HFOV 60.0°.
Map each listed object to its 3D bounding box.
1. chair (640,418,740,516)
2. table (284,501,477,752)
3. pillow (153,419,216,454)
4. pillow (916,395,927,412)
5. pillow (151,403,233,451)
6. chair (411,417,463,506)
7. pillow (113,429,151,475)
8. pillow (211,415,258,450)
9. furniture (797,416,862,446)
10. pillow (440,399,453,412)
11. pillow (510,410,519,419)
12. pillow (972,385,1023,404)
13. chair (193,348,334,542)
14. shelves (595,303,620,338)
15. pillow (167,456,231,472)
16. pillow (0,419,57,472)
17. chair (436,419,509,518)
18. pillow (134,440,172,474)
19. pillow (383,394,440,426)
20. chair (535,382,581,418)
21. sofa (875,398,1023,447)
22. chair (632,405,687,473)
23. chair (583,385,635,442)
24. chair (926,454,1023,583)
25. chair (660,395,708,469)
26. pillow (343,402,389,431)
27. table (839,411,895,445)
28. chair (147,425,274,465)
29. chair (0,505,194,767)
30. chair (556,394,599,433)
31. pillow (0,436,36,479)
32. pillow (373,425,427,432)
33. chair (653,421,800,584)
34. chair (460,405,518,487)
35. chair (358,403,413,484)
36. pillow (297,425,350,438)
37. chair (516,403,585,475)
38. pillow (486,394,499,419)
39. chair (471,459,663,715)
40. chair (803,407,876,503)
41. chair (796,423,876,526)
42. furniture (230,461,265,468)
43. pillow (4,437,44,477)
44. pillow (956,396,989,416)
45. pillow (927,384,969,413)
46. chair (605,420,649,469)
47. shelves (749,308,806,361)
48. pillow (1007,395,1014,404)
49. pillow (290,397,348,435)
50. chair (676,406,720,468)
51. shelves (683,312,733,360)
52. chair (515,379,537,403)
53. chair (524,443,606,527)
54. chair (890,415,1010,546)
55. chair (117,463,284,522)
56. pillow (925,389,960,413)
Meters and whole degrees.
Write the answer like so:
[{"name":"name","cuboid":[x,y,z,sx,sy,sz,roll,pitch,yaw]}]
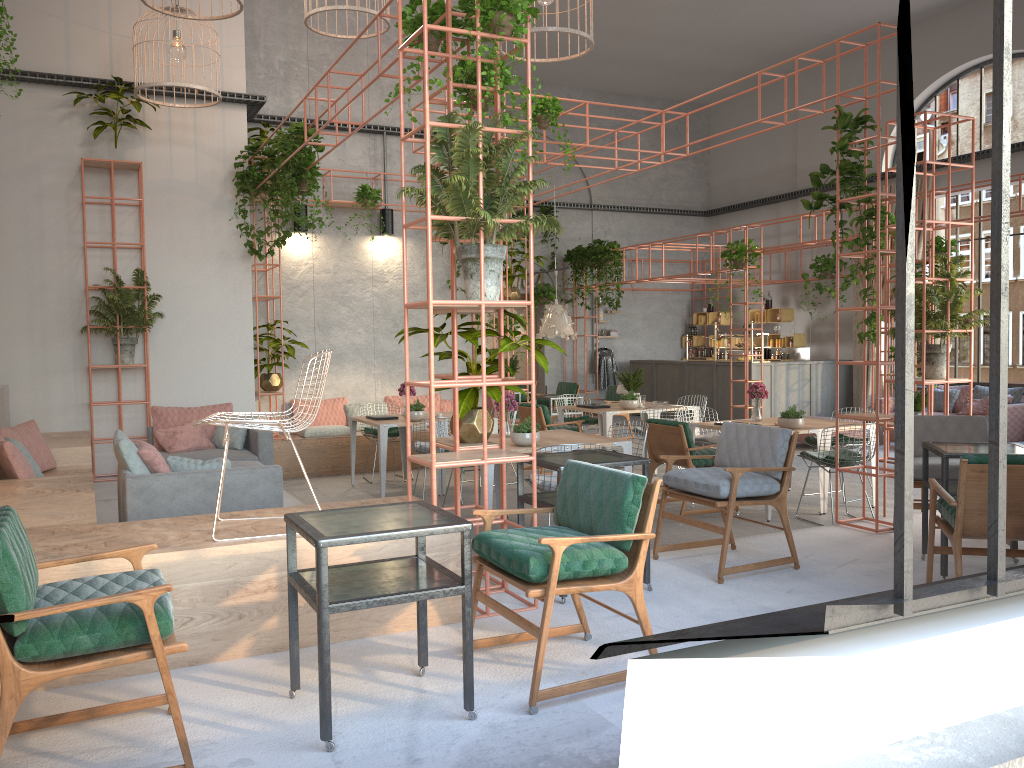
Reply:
[{"name":"chair","cuboid":[1.717,0.800,8.659,0.685,0.917,0.722,-2,3,-26]},{"name":"table","cuboid":[-0.553,0.947,3.655,0.635,0.798,0.602,-2,3,-26]},{"name":"pillow","cuboid":[-3.366,0.535,9.119,0.479,0.317,0.441,-4,4,-44]},{"name":"pillow","cuboid":[6.718,0.328,14.844,0.500,0.324,0.307,0,3,9]},{"name":"pillow","cuboid":[-3.377,0.456,9.408,0.836,0.476,0.273,-2,3,-25]},{"name":"chair","cuboid":[-0.774,0.795,9.426,0.565,0.941,0.717,-1,3,-9]},{"name":"pillow","cuboid":[-2.716,0.590,6.393,0.276,0.474,0.839,-2,3,-25]},{"name":"pillow","cuboid":[-2.936,0.503,9.264,0.495,0.349,0.308,0,3,24]},{"name":"furniture","cuboid":[4.766,0.748,13.848,0.941,0.446,0.976,-2,3,-26]},{"name":"pillow","cuboid":[-0.869,0.411,13.009,0.666,0.385,0.289,-2,3,-30]},{"name":"pillow","cuboid":[-0.141,0.483,14.162,0.491,0.149,0.637,-2,3,-25]},{"name":"pillow","cuboid":[7.615,0.276,13.991,0.273,0.476,0.836,-2,3,-25]},{"name":"chair","cuboid":[-1.287,0.288,4.645,0.717,0.941,0.565,-2,3,-17]},{"name":"shelves","cuboid":[2.170,-1.445,20.153,0.560,0.790,0.186,-2,3,-26]},{"name":"pillow","cuboid":[-2.201,0.666,6.368,0.499,0.324,0.307,0,3,9]},{"name":"pillow","cuboid":[-4.405,0.588,8.023,0.276,0.474,0.839,-1,3,-5]},{"name":"chair","cuboid":[-0.400,0.828,8.632,0.565,0.941,0.717,-2,3,-24]},{"name":"pillow","cuboid":[-2.574,0.617,6.448,0.289,0.385,0.666,-2,3,-25]},{"name":"pillow","cuboid":[-1.439,0.386,12.707,0.839,0.474,0.276,-1,3,-5]},{"name":"chair","cuboid":[0.838,0.436,16.568,0.685,0.930,0.722,-2,3,-26]},{"name":"sofa","cuboid":[6.656,0.602,14.032,1.960,0.672,2.219,-2,3,-25]},{"name":"chair","cuboid":[1.768,0.698,10.650,0.565,0.941,0.717,-1,3,-9]},{"name":"chair","cuboid":[1.608,0.502,14.975,0.685,0.929,0.722,-2,3,-26]},{"name":"chair","cuboid":[2.608,0.796,4.602,0.722,0.917,0.685,0,3,14]},{"name":"chair","cuboid":[2.259,0.629,11.921,0.717,0.941,0.565,-2,3,-29]},{"name":"pillow","cuboid":[-2.023,0.456,12.453,0.666,0.385,0.289,-2,3,-30]},{"name":"table","cuboid":[5.813,0.704,14.397,0.520,0.455,0.916,-2,3,-26]},{"name":"chair","cuboid":[-3.100,0.780,9.103,1.127,0.672,1.052,-2,3,-26]},{"name":"chair","cuboid":[-1.546,0.922,3.181,0.685,0.929,0.722,-2,3,-26]},{"name":"chair","cuboid":[0.953,0.630,12.317,0.565,0.941,0.717,-2,3,-24]},{"name":"pillow","cuboid":[-3.849,0.635,6.871,0.276,0.474,0.839,-3,3,-35]},{"name":"pillow","cuboid":[-1.547,0.597,12.242,0.637,0.149,0.491,-2,3,-25]},{"name":"chair","cuboid":[1.424,0.745,5.904,0.685,0.929,0.722,-2,3,-26]},{"name":"chair","cuboid":[-0.283,0.726,10.697,0.717,0.941,0.565,-2,3,-29]},{"name":"chair","cuboid":[-1.589,0.727,11.093,0.565,0.941,0.717,-2,3,-24]},{"name":"pillow","cuboid":[-2.491,0.633,11.787,0.637,0.149,0.491,-2,3,-25]},{"name":"chair","cuboid":[0.491,0.697,11.157,0.685,0.917,0.722,-2,3,-26]},{"name":"pillow","cuboid":[-0.478,0.317,13.873,0.276,0.474,0.839,-3,3,-35]},{"name":"chair","cuboid":[0.222,0.854,4.032,0.685,0.929,0.722,-2,3,-26]},{"name":"chair","cuboid":[3.485,0.732,9.424,0.717,0.941,0.565,-2,3,-29]},{"name":"chair","cuboid":[2.994,0.801,8.153,0.565,0.941,0.717,-1,3,-9]},{"name":"furniture","cuboid":[-2.615,0.946,7.860,0.941,0.446,0.975,-2,3,-26]},{"name":"pillow","cuboid":[-4.121,0.656,7.487,0.289,0.385,0.666,-2,3,-30]},{"name":"pillow","cuboid":[7.324,0.346,13.985,0.441,0.317,0.479,-4,4,-44]},{"name":"pillow","cuboid":[7.231,0.240,14.811,0.276,0.474,0.839,-2,3,-25]},{"name":"chair","cuboid":[0.906,0.828,8.236,0.717,0.941,0.565,-2,3,-29]},{"name":"shelves","cuboid":[5.420,-0.652,18.643,0.328,1.838,1.750,-2,3,-26]},{"name":"pillow","cuboid":[7.470,0.346,13.554,0.308,0.349,0.495,0,3,24]},{"name":"pillow","cuboid":[-2.611,0.429,12.191,0.839,0.474,0.276,-3,3,-35]},{"name":"chair","cuboid":[2.179,0.732,9.820,0.565,0.941,0.717,-2,3,-24]},{"name":"shelves","cuboid":[4.585,-0.724,20.370,0.328,1.838,1.750,-2,3,-26]},{"name":"chair","cuboid":[0.085,0.372,18.127,0.685,0.930,0.722,-2,3,-26]},{"name":"chair","cuboid":[0.415,0.897,6.965,0.565,0.941,0.717,-1,3,-9]},{"name":"chair","cuboid":[3.169,0.702,6.424,0.722,0.914,0.685,0,3,14]},{"name":"chair","cuboid":[-2.303,0.851,6.515,1.056,0.586,1.127,-2,3,-26]},{"name":"pillow","cuboid":[7.091,0.277,14.759,0.289,0.385,0.666,-2,3,-25]}]
